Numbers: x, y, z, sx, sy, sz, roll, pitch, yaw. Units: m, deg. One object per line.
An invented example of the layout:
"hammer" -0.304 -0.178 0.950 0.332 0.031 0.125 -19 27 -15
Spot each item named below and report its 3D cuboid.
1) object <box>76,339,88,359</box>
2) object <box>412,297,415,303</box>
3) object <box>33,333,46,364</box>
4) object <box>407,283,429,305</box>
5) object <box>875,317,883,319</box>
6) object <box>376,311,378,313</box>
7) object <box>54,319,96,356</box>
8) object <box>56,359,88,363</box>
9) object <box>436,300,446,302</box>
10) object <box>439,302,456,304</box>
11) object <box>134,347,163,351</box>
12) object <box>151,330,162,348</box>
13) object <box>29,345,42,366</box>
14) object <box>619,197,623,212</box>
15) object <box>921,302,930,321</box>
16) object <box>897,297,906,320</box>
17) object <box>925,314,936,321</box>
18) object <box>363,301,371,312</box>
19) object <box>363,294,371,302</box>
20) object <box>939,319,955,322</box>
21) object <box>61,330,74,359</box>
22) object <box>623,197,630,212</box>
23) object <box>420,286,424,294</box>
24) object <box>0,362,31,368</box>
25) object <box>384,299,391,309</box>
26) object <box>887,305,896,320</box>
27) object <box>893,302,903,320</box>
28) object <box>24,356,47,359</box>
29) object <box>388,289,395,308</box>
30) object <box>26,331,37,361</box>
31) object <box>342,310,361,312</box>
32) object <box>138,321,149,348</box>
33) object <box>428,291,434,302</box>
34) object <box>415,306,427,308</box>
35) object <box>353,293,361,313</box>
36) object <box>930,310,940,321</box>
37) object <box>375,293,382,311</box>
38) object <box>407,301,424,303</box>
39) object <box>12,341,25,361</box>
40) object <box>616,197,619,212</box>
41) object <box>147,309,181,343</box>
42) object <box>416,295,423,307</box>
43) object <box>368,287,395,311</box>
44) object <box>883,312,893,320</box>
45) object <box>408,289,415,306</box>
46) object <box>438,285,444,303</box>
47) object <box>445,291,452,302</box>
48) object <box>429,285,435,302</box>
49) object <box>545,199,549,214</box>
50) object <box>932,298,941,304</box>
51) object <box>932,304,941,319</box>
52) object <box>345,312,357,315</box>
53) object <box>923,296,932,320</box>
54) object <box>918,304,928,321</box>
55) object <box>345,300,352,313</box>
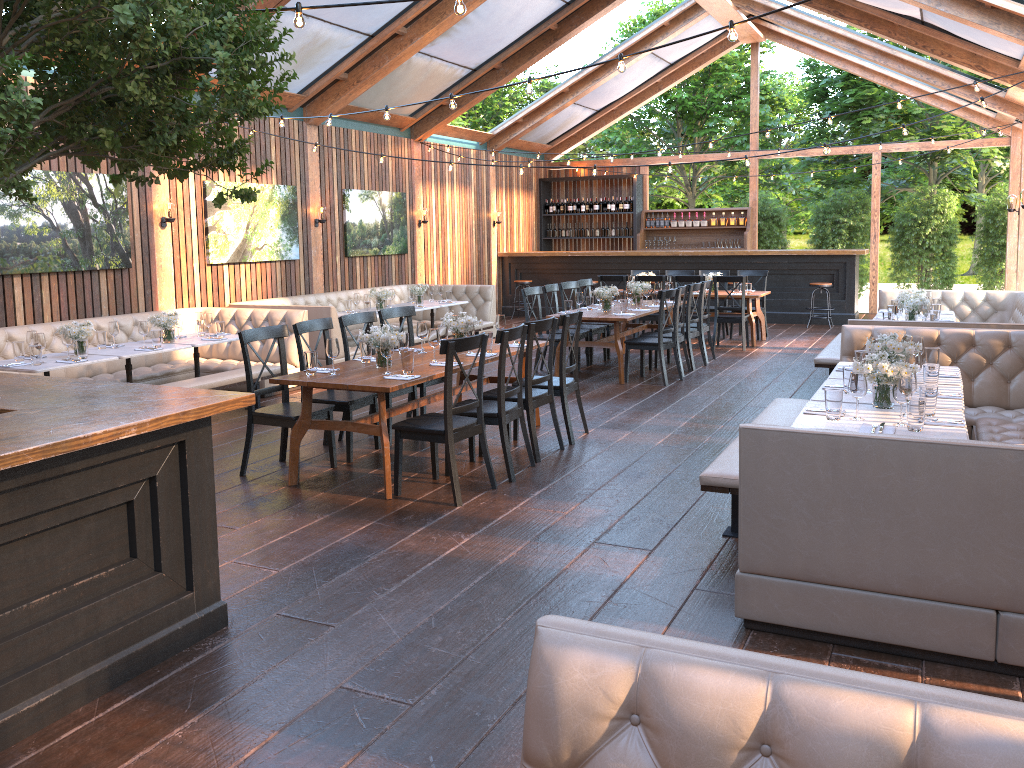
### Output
"object" -3.585 -0.290 7.382 0.092 0.157 0.092 1 7 12
"object" -1.421 -1.241 12.745 0.092 0.157 0.092 1 7 12
"object" -3.811 -0.289 7.147 0.092 0.243 0.093 -3 7 -16
"object" -1.324 -1.274 12.485 0.329 0.307 0.339 -1 8 1
"object" 4.015 -0.707 9.457 0.255 0.019 0.158 4 11 26
"object" -1.633 -0.916 11.271 0.255 0.019 0.158 4 11 26
"object" -3.713 -0.397 7.583 0.337 0.307 0.331 5 10 38
"object" -3.610 -0.192 7.225 0.255 0.019 0.158 4 11 26
"object" -1.021 -1.228 13.037 0.157 0.019 0.257 4 11 26
"object" -0.942 -1.167 12.672 0.255 0.019 0.158 4 11 26
"object" -3.264 -0.316 7.913 0.255 0.019 0.158 4 11 26
"object" -3.240 -0.413 8.069 0.092 0.157 0.092 1 7 12
"object" -3.790 -0.229 7.045 0.092 0.157 0.092 1 7 12
"object" 2.284 -3.762 18.565 0.078 0.310 0.078 1 7 21
"object" 4.020 -0.677 8.615 0.092 0.243 0.093 -3 7 -16
"object" 4.095 -0.795 9.302 0.092 0.243 0.093 -4 7 -21
"object" 3.924 -0.578 8.302 0.092 0.157 0.092 1 7 12
"object" -1.813 -0.953 11.091 0.092 0.157 0.092 1 7 12
"object" -1.834 -1.013 11.193 0.092 0.243 0.093 -3 7 -16
"object" 4.449 -0.666 9.171 0.255 0.019 0.158 4 11 26
"object" -3.694 -0.327 7.358 0.092 0.243 0.093 -3 7 -16
"object" 2.406 -3.762 18.550 0.136 0.314 0.137 3 8 33
"object" -1.314 -1.289 12.761 0.092 0.243 0.093 -4 7 -21
"object" -3.953 -0.161 7.077 0.157 0.019 0.257 4 11 26
"object" -1.609 -1.014 11.428 0.092 0.157 0.092 1 7 12
"object" 3.988 -0.747 9.286 0.092 0.157 0.092 1 7 12
"object" 3.744 -0.667 8.586 0.092 0.243 0.093 -3 7 -16
"object" -4.049 -0.229 7.484 0.255 0.019 0.158 4 11 26
"object" -1.642 -1.169 12.090 0.092 0.243 0.093 -4 7 -21
"object" -3.969 -0.317 7.328 0.092 0.243 0.093 -3 7 -16
"object" -2.073 -0.953 11.530 0.255 0.019 0.158 4 11 26
"object" -3.348 -0.450 8.045 0.092 0.243 0.093 -3 7 -16
"object" -1.187 -1.298 13.056 0.092 0.157 0.092 1 7 12
"object" -1.288 -1.040 11.959 0.255 0.019 0.158 4 11 26
"object" -1.993 -1.041 11.375 0.092 0.243 0.093 -3 7 -16
"object" 4.128 -0.639 8.639 0.092 0.157 0.092 1 7 12
"object" -1.717 -1.051 11.404 0.092 0.243 0.093 -3 7 -16
"object" -1.394 -1.201 12.916 0.255 0.019 0.158 4 11 26
"object" -4.076 -0.269 7.313 0.092 0.157 0.092 1 7 12
"object" 2.223 -3.771 18.630 0.077 0.307 0.078 -1 6 5
"object" -3.294 -0.551 8.441 0.337 0.307 0.330 6 11 42
"object" -1.263 -1.137 12.115 0.092 0.157 0.092 1 7 12
"object" -1.723 -1.121 11.625 0.337 0.307 0.330 -8 11 -41
"object" 3.637 -0.619 8.571 0.092 0.157 0.092 1 7 12
"object" -1.372 -1.174 12.091 0.092 0.243 0.093 -4 7 -21
"object" -1.026 -1.301 12.805 0.092 0.243 0.093 -4 7 -21
"object" -0.918 -1.264 12.829 0.092 0.157 0.092 1 7 12
"object" -1.168 -1.323 12.944 0.092 0.243 0.093 -4 7 -21
"object" 0.766 -3.880 19.380 0.081 0.322 0.172 0 7 11
"object" 4.819 -0.890 10.040 0.092 0.157 0.092 1 7 12
"object" 4.474 -0.763 9.327 0.092 0.157 0.092 1 7 12
"object" -1.977 -0.885 11.123 0.157 0.019 0.257 4 11 26
"object" 4.365 -0.800 9.303 0.092 0.243 0.093 -4 7 -21
"object" 3.903 -0.639 8.405 0.092 0.243 0.093 -3 7 -16
"object" -2.099 -0.993 11.359 0.092 0.157 0.092 1 7 12
